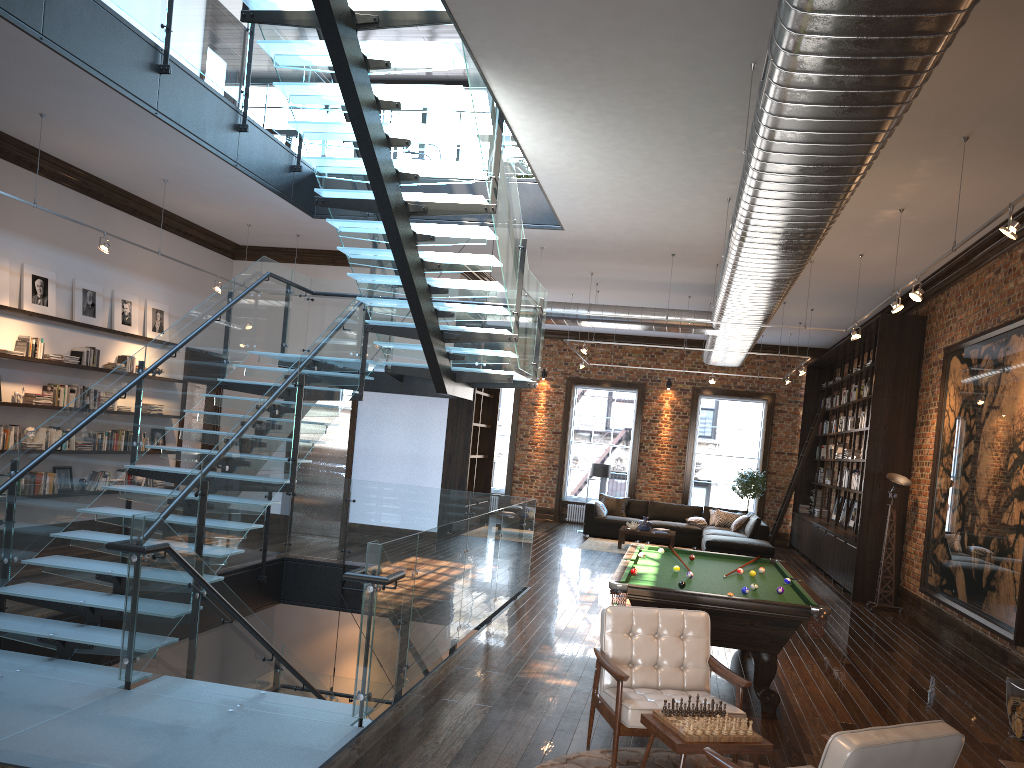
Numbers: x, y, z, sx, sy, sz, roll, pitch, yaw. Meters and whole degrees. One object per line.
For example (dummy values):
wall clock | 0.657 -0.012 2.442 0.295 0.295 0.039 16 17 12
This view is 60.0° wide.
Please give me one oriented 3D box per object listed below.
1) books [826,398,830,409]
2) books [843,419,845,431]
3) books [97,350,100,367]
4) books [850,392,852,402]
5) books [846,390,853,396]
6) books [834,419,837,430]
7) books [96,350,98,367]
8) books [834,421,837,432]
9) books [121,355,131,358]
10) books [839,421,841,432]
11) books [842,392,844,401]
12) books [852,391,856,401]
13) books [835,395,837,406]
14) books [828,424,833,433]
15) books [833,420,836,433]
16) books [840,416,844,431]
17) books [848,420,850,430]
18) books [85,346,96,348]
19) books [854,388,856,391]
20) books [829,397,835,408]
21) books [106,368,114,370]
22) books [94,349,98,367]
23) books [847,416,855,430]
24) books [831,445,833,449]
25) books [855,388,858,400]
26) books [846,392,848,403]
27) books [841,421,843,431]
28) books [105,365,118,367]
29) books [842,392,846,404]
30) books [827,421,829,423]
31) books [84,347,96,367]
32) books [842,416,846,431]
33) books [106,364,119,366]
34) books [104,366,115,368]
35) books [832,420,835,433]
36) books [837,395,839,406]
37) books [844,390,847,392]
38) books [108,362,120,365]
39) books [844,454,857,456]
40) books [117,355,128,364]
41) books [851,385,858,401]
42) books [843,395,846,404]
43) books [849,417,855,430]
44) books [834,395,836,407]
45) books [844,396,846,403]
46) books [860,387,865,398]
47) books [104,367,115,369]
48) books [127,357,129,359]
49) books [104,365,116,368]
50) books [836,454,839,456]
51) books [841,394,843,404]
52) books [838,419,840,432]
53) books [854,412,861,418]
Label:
books | 6.660 0.435 18.458 0.234 0.252 0.028 5 1 11
books | 6.242 0.779 16.440 0.191 0.249 0.024 5 1 11
books | -5.085 -0.313 10.766 0.162 0.214 0.023 5 1 11
books | 6.276 0.265 16.286 0.143 0.251 0.078 5 1 11
books | 6.314 0.262 16.511 0.175 0.289 0.030 5 1 11
books | 6.470 0.850 17.519 0.174 0.286 0.091 5 1 11
books | -5.085 -0.312 10.732 0.147 0.210 0.024 5 1 11
books | 6.438 0.856 17.439 0.174 0.256 0.027 5 1 11
books | -4.963 -0.258 11.398 0.161 0.208 0.012 5 1 11
books | 6.327 0.825 16.866 0.191 0.226 0.025 5 1 11
books | 6.395 0.304 16.936 0.172 0.273 0.059 5 1 11
books | 6.141 0.239 15.714 0.193 0.202 0.027 5 1 11
books | 6.531 0.359 17.628 0.183 0.275 0.013 5 1 11
books | 6.577 0.941 18.183 0.185 0.210 0.069 5 1 11
books | 6.486 0.861 17.636 0.174 0.283 0.113 5 1 11
books | 6.323 0.777 16.799 0.183 0.314 0.013 5 1 11
books | 6.159 0.757 15.950 0.190 0.217 0.031 5 1 11
books | -5.101 -0.330 10.717 0.139 0.239 0.011 5 1 11
books | 6.157 0.208 15.744 0.179 0.271 0.011 5 1 11
books | 6.637 0.406 18.245 0.190 0.280 0.017 5 1 11
books | -5.013 -0.176 11.214 0.142 0.012 0.225 5 -4 11
books | -5.090 -0.320 10.699 0.166 0.219 0.021 5 1 11
books | 6.160 0.726 16.010 0.190 0.284 0.013 5 1 11
books | 6.420 1.353 17.591 0.182 0.291 0.014 5 1 11
books | 6.098 0.201 15.474 0.191 0.240 0.008 5 1 11
books | 6.301 0.275 16.459 0.185 0.253 0.030 5 1 11
books | 6.307 0.818 16.724 0.182 0.218 0.034 5 1 11
books | -5.018 -0.224 11.199 0.134 0.011 0.255 5 -4 11
books | 6.359 0.293 16.771 0.191 0.267 0.016 5 1 11
books | 6.631 0.918 18.418 0.183 0.293 0.006 5 1 11
books | -5.099 -0.325 10.684 0.161 0.226 0.011 5 1 11
books | 6.288 0.767 16.605 0.174 0.303 0.067 5 1 11
books | -5.014 -0.235 11.212 0.118 0.013 0.206 4 -4 16
books | -5.033 -0.201 11.209 0.115 0.011 0.240 5 -4 11
books | 6.499 0.869 17.696 0.174 0.280 0.128 5 0 11
books | 6.511 0.360 17.506 0.178 0.255 0.036 5 1 11
books | 6.402 0.281 16.896 0.166 0.316 0.016 5 1 11
books | -5.012 -0.250 11.227 0.116 0.021 0.192 5 -4 6
books | 6.032 1.262 15.675 0.293 0.007 0.132 4 -4 14
books | -4.982 -0.261 11.330 0.135 0.200 0.011 5 1 11
books | 6.193 0.192 15.885 0.186 0.329 0.069 5 1 11
books | 6.336 0.321 16.712 0.187 0.200 0.030 5 1 11
books | 6.067 0.715 15.567 0.272 0.241 0.083 5 1 11
books | 6.550 0.364 17.721 0.187 0.280 0.028 5 1 11
books | 6.336 0.325 16.652 0.176 0.185 0.035 5 1 11
books | 6.086 0.184 15.351 0.190 0.255 0.062 5 1 11
books | -5.010 -0.188 11.210 0.162 0.011 0.231 5 -4 11
books | -4.976 -0.256 11.341 0.141 0.193 0.013 5 1 11
books | -5.017 -0.211 11.213 0.143 0.013 0.227 5 -4 11
books | 6.237 1.353 16.803 0.199 0.018 0.316 5 -4 7
books | 6.415 0.322 17.031 0.183 0.252 0.015 5 1 11
books | 6.371 0.812 17.064 0.178 0.286 0.087 5 1 11
books | 6.107 0.672 15.621 0.155 0.335 0.014 5 1 11
